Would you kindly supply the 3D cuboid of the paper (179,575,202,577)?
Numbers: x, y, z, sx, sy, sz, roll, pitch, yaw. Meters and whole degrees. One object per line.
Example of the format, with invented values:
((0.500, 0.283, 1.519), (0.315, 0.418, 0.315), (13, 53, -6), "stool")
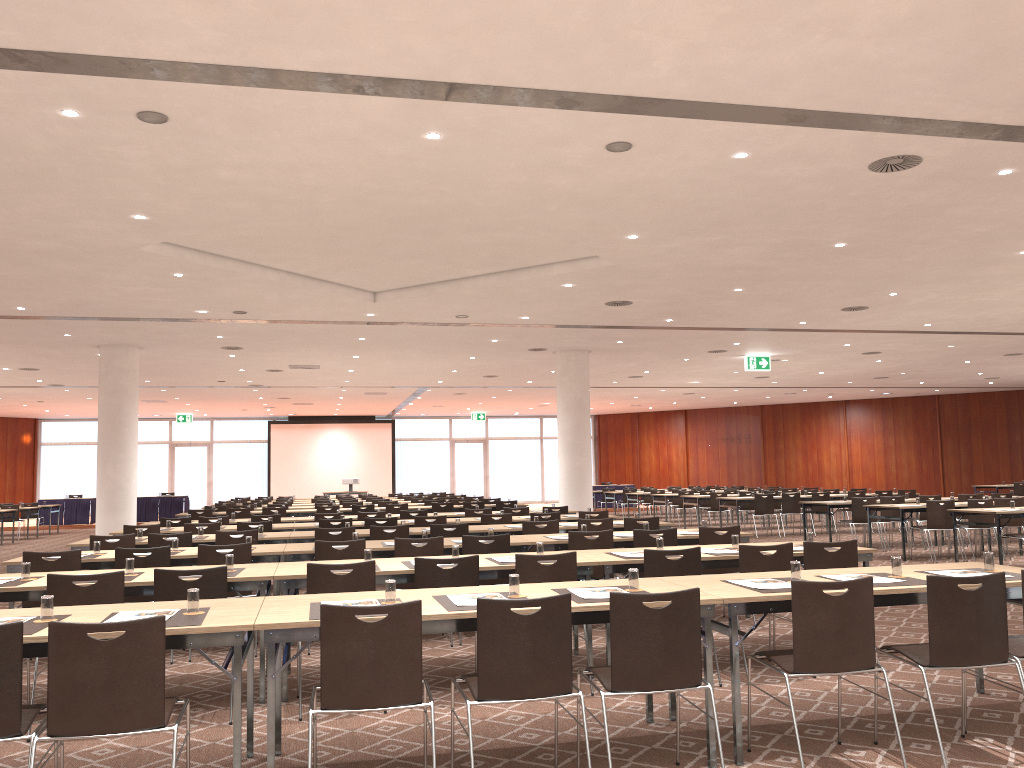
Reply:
((-2.199, 1.311, 6.157), (0.283, 0.006, 0.398), (0, -6, -11), "paper")

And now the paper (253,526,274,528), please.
((-3.449, 1.921, 11.936), (0.460, 0.003, 0.566), (0, -6, -16), "paper")

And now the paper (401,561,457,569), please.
((-0.549, 1.311, 6.467), (0.460, 0.003, 0.566), (0, -6, -14), "paper")

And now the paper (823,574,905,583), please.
((2.009, 1.115, 5.088), (0.283, 0.006, 0.398), (0, -6, -15), "paper")

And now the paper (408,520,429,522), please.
((-1.301, 1.927, 12.483), (0.283, 0.006, 0.398), (0, -6, -13), "paper")

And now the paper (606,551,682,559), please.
((1.010, 1.314, 6.822), (0.460, 0.003, 0.566), (0, -6, -11), "paper")

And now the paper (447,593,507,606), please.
((-0.171, 1.109, 4.575), (0.283, 0.006, 0.398), (0, -6, -12), "paper")

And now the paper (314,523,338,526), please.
((-2.470, 1.922, 12.148), (0.460, 0.003, 0.566), (0, -6, -15), "paper")

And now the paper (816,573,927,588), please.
((2.073, 1.113, 5.044), (0.460, 0.003, 0.566), (0, -6, -10), "paper")

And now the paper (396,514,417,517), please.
((-1.635, 2.129, 14.379), (0.460, 0.003, 0.566), (0, -6, -11), "paper")

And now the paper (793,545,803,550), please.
((2.241, 1.318, 7.154), (0.283, 0.006, 0.398), (0, -6, -13), "paper")

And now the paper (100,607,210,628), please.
((-1.682, 1.104, 4.171), (0.460, 0.003, 0.566), (0, -6, -15), "paper")

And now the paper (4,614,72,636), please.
((-2.336, 1.104, 4.035), (0.460, 0.003, 0.566), (0, -6, -10), "paper")

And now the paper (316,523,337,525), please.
((-2.548, 1.926, 12.216), (0.283, 0.006, 0.398), (0, -6, -15), "paper")

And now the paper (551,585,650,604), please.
((0.496, 1.111, 4.696), (0.460, 0.003, 0.566), (0, -6, -11), "paper")

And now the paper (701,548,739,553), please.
((1.603, 1.316, 7.004), (0.283, 0.006, 0.398), (0, -6, -12), "paper")

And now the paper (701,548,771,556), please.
((1.684, 1.313, 6.953), (0.460, 0.003, 0.566), (0, -6, -13), "paper")

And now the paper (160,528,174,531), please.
((-4.720, 1.922, 11.679), (0.460, 0.003, 0.566), (0, -6, -14), "paper")

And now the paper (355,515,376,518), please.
((-2.285, 2.130, 14.258), (0.460, 0.003, 0.566), (0, -6, -14), "paper")

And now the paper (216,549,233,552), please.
((-2.628, 1.516, 8.109), (0.283, 0.006, 0.398), (0, -6, -15), "paper")

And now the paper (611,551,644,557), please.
((0.963, 1.315, 6.864), (0.283, 0.006, 0.398), (0, -6, -13), "paper")

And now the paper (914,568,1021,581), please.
((2.731, 1.112, 5.172), (0.460, 0.003, 0.566), (0, -6, -13), "paper")

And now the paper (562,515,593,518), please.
((0.983, 1.926, 12.910), (0.460, 0.003, 0.566), (0, -6, -12), "paper")

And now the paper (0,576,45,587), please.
((-3.417, 1.308, 5.844), (0.460, 0.003, 0.566), (0, -6, -11), "paper")

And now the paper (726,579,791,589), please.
((1.415, 1.114, 4.954), (0.283, 0.006, 0.398), (0, -6, -13), "paper")

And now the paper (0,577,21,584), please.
((-3.474, 1.311, 5.901), (0.283, 0.006, 0.398), (0, -6, -11), "paper")

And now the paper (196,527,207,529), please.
((-4.161, 1.924, 11.853), (0.283, 0.006, 0.398), (0, -6, -12), "paper")

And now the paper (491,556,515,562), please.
((0.017, 1.316, 6.670), (0.283, 0.006, 0.398), (0, -6, -13), "paper")

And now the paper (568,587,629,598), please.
((0.474, 1.111, 4.724), (0.283, 0.006, 0.398), (0, -6, -9), "paper")

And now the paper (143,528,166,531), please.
((-4.757, 1.923, 11.725), (0.283, 0.006, 0.398), (0, -6, -10), "paper")

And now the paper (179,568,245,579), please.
((-2.118, 1.311, 6.142), (0.460, 0.003, 0.566), (0, -6, -9), "paper")

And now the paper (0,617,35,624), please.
((-2.409, 1.107, 4.084), (0.283, 0.006, 0.398), (0, -6, -10), "paper")

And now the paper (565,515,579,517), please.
((0.955, 1.932, 12.997), (0.283, 0.006, 0.398), (0, -6, -11), "paper")

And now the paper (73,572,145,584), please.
((-2.768, 1.309, 5.980), (0.460, 0.003, 0.566), (0, -6, -14), "paper")

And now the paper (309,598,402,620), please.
((-0.759, 1.104, 4.362), (0.460, 0.003, 0.566), (0, -6, -12), "paper")

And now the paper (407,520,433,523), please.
((-1.236, 1.926, 12.445), (0.460, 0.003, 0.566), (0, -6, -13), "paper")

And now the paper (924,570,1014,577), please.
((2.669, 1.112, 5.190), (0.283, 0.006, 0.398), (0, -6, -13), "paper")

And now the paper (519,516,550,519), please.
((0.379, 1.930, 12.818), (0.460, 0.003, 0.566), (0, -6, -14), "paper")

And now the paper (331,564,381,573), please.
((-1.186, 1.310, 6.319), (0.460, 0.003, 0.566), (0, -6, -12), "paper")

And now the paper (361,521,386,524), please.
((-1.851, 1.923, 12.286), (0.460, 0.003, 0.566), (0, -6, -11), "paper")

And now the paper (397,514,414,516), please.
((-1.733, 2.134, 14.449), (0.283, 0.006, 0.398), (0, -6, -11), "paper")

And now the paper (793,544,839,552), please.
((2.315, 1.317, 7.119), (0.460, 0.003, 0.566), (0, -6, -9), "paper")

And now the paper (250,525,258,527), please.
((-3.512, 1.924, 11.995), (0.283, 0.006, 0.398), (0, -6, -12), "paper")

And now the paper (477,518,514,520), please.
((-0.266, 1.926, 12.644), (0.460, 0.003, 0.566), (0, -6, -14), "paper")

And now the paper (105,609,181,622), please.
((-1.765, 1.108, 4.232), (0.283, 0.006, 0.398), (0, -6, -11), "paper")

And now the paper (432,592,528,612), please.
((-0.142, 1.108, 4.531), (0.460, 0.003, 0.566), (0, -6, -13), "paper")

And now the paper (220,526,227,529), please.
((-4.062, 1.921, 11.812), (0.460, 0.003, 0.566), (0, -6, -13), "paper")

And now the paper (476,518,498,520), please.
((-0.342, 1.927, 12.683), (0.283, 0.006, 0.398), (0, -6, -11), "paper")

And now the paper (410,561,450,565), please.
((-0.594, 1.314, 6.530), (0.283, 0.006, 0.398), (0, -6, -12), "paper")

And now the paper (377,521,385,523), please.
((-1.921, 1.928, 12.360), (0.283, 0.006, 0.398), (0, -6, -9), "paper")

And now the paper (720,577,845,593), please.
((1.482, 1.113, 4.913), (0.460, 0.003, 0.566), (0, -6, -10), "paper")

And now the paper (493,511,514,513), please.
((-0.071, 2.130, 14.724), (0.460, 0.003, 0.566), (0, -6, -9), "paper")

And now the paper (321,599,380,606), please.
((-0.802, 1.108, 4.433), (0.283, 0.006, 0.398), (0, -6, -14), "paper")

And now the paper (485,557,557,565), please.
((0.074, 1.313, 6.616), (0.460, 0.003, 0.566), (0, -6, -13), "paper")
